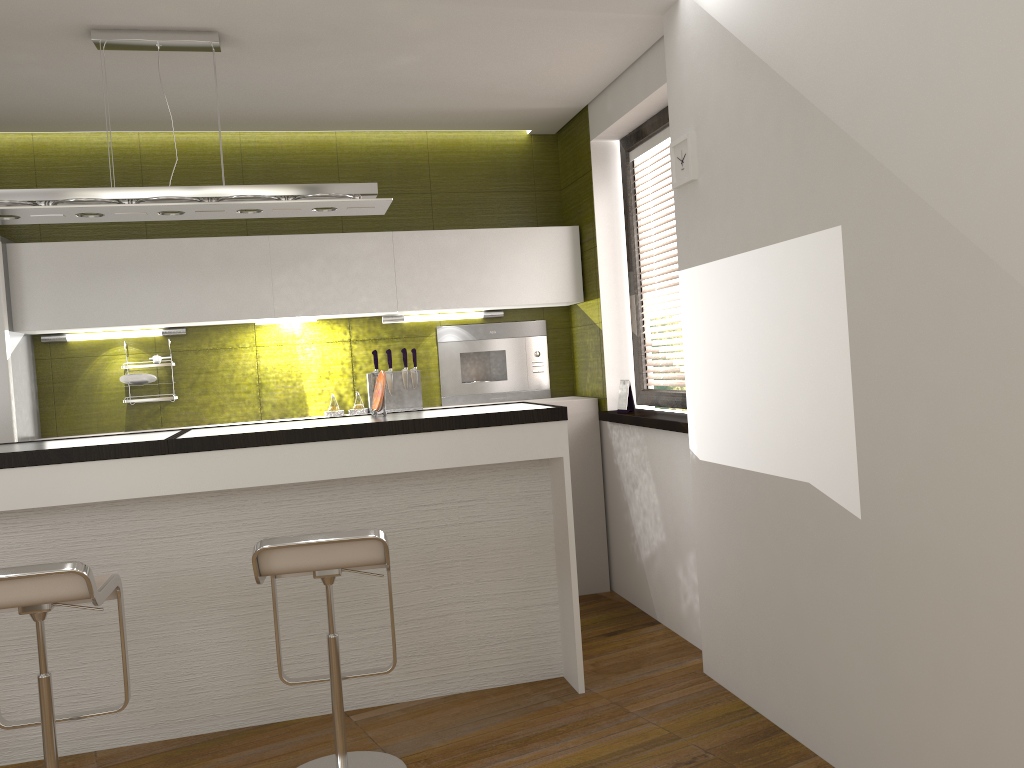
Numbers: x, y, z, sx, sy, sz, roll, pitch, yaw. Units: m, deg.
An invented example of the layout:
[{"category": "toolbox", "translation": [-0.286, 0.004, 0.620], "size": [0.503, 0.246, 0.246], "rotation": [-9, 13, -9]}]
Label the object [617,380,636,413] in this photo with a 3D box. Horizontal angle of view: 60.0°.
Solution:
[{"category": "object", "translation": [0.591, 0.063, 4.613], "size": [0.057, 0.169, 0.106], "rotation": [-4, 2, -19]}]

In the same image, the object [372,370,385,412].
[{"category": "object", "translation": [-0.568, 0.032, 3.786], "size": [0.055, 0.178, 0.184], "rotation": [-4, 2, -18]}]

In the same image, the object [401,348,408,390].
[{"category": "object", "translation": [-0.601, -0.081, 4.979], "size": [0.036, 0.243, 0.013], "rotation": [-4, 2, -14]}]

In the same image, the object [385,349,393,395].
[{"category": "object", "translation": [-0.687, -0.064, 4.958], "size": [0.042, 0.264, 0.013], "rotation": [-4, 2, -14]}]

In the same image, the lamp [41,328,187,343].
[{"category": "lamp", "translation": [-2.119, -0.261, 4.737], "size": [0.715, 0.041, 0.041], "rotation": [-4, 2, -14]}]

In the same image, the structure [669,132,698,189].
[{"category": "structure", "translation": [0.665, -0.865, 3.443], "size": [0.026, 0.180, 0.180], "rotation": [-4, 2, -14]}]

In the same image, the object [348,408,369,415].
[{"category": "object", "translation": [-0.856, 0.155, 4.965], "size": [0.107, 0.032, 0.107], "rotation": [-4, 2, -2]}]

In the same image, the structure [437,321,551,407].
[{"category": "structure", "translation": [-0.102, -0.123, 5.246], "size": [0.663, 0.469, 0.015], "rotation": [-4, 2, -14]}]

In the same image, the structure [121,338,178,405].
[{"category": "structure", "translation": [-1.943, -0.066, 4.744], "size": [0.266, 0.346, 0.110], "rotation": [-4, 2, -14]}]

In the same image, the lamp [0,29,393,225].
[{"category": "lamp", "translation": [-1.340, -0.999, 3.420], "size": [1.677, 0.683, 0.326], "rotation": [-4, 2, -14]}]

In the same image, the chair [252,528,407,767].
[{"category": "chair", "translation": [-0.572, 0.866, 2.840], "size": [0.418, 0.857, 0.460], "rotation": [-4, 2, -9]}]

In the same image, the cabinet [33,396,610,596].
[{"category": "cabinet", "translation": [-0.966, 0.724, 4.817], "size": [2.940, 1.086, 0.465], "rotation": [-4, 2, -14]}]

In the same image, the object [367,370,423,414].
[{"category": "object", "translation": [-0.662, 0.044, 5.007], "size": [0.293, 0.227, 0.107], "rotation": [-4, 2, -14]}]

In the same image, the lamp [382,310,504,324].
[{"category": "lamp", "translation": [-0.394, -0.389, 5.135], "size": [0.716, 0.041, 0.095], "rotation": [-4, 2, -14]}]

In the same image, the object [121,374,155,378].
[{"category": "object", "translation": [-1.981, -0.026, 4.701], "size": [0.181, 0.052, 0.173], "rotation": [-4, 2, -14]}]

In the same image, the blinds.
[{"category": "blinds", "translation": [2.807, -3.354, 7.703], "size": [16.000, 12.704, 9.030], "rotation": [-3, 2, 26]}]

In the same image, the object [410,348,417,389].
[{"category": "object", "translation": [-0.552, -0.086, 4.991], "size": [0.040, 0.231, 0.013], "rotation": [-4, 2, -14]}]

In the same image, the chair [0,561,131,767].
[{"category": "chair", "translation": [-1.391, 0.928, 2.636], "size": [0.418, 0.857, 0.460], "rotation": [-4, 2, -14]}]

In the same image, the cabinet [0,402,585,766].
[{"category": "cabinet", "translation": [-1.253, 0.757, 3.448], "size": [2.947, 1.134, 0.663], "rotation": [-4, 2, -14]}]

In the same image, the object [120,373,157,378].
[{"category": "object", "translation": [-1.981, -0.029, 4.702], "size": [0.181, 0.052, 0.173], "rotation": [-4, 2, -14]}]

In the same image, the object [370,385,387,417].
[{"category": "object", "translation": [-0.566, 0.070, 3.786], "size": [0.072, 0.131, 0.088], "rotation": [-4, 2, -19]}]

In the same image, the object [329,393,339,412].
[{"category": "object", "translation": [-0.990, 0.110, 4.918], "size": [0.059, 0.121, 0.059], "rotation": [-3, 2, 32]}]

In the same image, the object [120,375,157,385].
[{"category": "object", "translation": [-1.981, -0.023, 4.700], "size": [0.181, 0.052, 0.173], "rotation": [-4, 2, -14]}]

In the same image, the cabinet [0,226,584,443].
[{"category": "cabinet", "translation": [-1.287, 0.241, 4.858], "size": [3.471, 2.089, 0.724], "rotation": [-4, 2, -14]}]

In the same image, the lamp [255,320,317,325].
[{"category": "lamp", "translation": [-1.262, -0.344, 4.964], "size": [0.334, 0.008, 0.008], "rotation": [-4, 2, -14]}]

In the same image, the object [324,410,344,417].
[{"category": "object", "translation": [-0.987, 0.165, 4.920], "size": [0.107, 0.032, 0.107], "rotation": [-4, 2, -13]}]

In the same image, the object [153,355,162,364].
[{"category": "object", "translation": [-1.907, -0.130, 4.762], "size": [0.046, 0.053, 0.051], "rotation": [-3, 2, 18]}]

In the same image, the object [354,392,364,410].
[{"category": "object", "translation": [-0.860, 0.100, 4.963], "size": [0.059, 0.121, 0.059], "rotation": [-2, 2, 43]}]

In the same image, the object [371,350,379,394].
[{"category": "object", "translation": [-0.761, -0.021, 4.940], "size": [0.046, 0.339, 0.013], "rotation": [-4, 2, -14]}]
